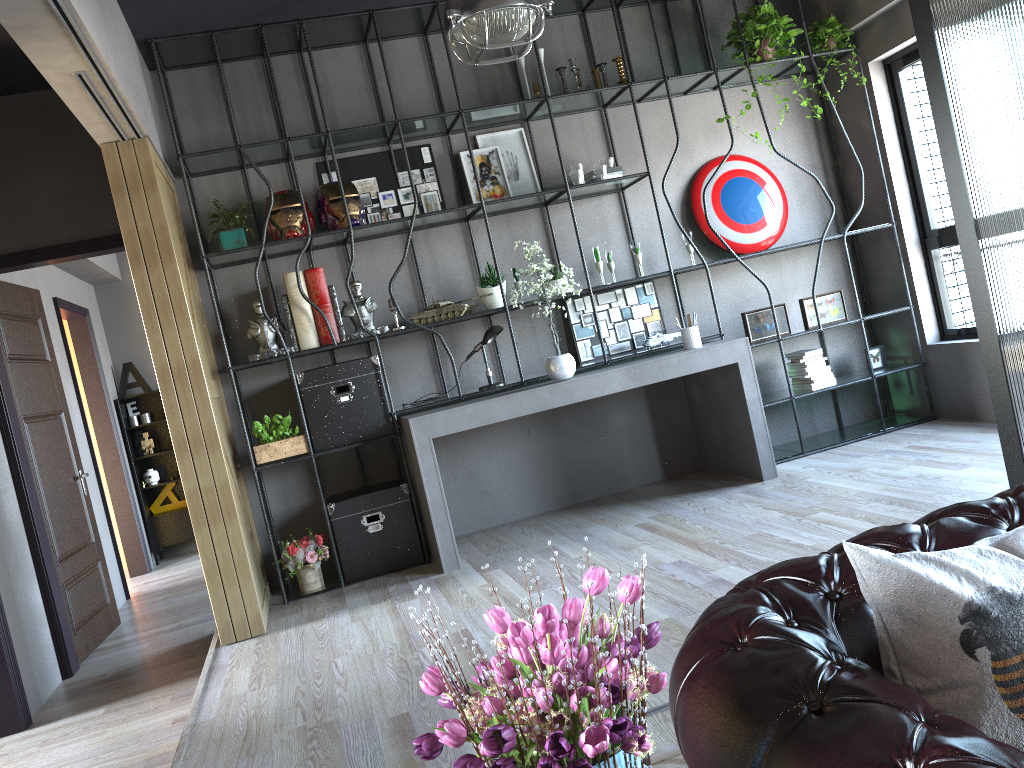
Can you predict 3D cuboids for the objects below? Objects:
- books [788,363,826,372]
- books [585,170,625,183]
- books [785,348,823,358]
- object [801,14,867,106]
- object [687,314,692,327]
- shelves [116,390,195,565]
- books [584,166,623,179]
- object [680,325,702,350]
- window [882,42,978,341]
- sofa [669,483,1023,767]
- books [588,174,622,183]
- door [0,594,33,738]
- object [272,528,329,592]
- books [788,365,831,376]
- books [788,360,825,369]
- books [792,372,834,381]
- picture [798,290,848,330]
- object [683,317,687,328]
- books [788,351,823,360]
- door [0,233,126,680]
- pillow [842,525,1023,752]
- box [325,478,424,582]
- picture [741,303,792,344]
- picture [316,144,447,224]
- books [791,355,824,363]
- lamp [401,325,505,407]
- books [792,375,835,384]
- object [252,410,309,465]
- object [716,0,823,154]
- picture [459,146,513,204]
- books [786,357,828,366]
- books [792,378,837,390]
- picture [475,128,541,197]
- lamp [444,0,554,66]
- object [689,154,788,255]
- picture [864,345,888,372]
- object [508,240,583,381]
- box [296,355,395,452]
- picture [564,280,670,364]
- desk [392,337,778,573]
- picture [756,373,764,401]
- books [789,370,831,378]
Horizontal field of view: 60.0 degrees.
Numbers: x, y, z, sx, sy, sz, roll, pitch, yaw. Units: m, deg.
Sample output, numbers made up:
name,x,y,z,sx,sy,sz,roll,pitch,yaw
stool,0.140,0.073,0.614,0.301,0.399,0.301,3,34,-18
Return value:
name,x,y,z,sx,sy,sz,roll,pitch,yaw
books,2.027,-0.113,6.104,0.159,0.021,0.224,-13,3,-14
books,0.612,-1.380,5.926,0.243,0.024,0.175,-14,3,-18
books,2.002,-0.215,6.092,0.159,0.024,0.200,-14,3,-24
object,2.126,-2.169,6.004,0.444,0.633,0.402,-13,2,5
object,1.125,-0.337,5.568,0.023,0.204,0.037,-12,2,26
shelves,-3.284,0.861,8.934,0.912,1.677,0.353,-13,2,-14
books,0.599,-1.404,5.917,0.225,0.029,0.179,-14,3,-22
object,1.116,-0.287,5.529,0.110,0.137,0.110,-13,2,-4
window,2.963,-1.257,5.262,0.108,1.960,1.695,-13,2,-13
sofa,1.590,0.555,1.603,2.568,0.838,1.239,-14,3,-14
books,0.605,-1.354,5.922,0.167,0.024,0.227,-15,3,-34
door,-3.136,0.637,3.844,1.099,2.543,1.149,-13,2,-14
object,-1.239,1.037,5.231,0.345,0.362,0.331,-13,2,-10
books,2.035,-0.089,6.099,0.194,0.028,0.245,-14,3,-19
books,2.028,-0.135,6.103,0.155,0.022,0.205,-14,3,-19
books,2.062,-0.054,6.096,0.175,0.023,0.249,-13,3,-13
picture,2.117,-0.505,6.029,0.313,0.212,0.048,-13,2,-14
object,1.102,-0.341,5.570,0.009,0.167,0.061,-13,2,-1
books,2.014,-0.196,6.101,0.155,0.020,0.205,-13,3,-14
door,-2.569,0.403,5.916,1.151,2.543,1.128,-13,2,-14
pillow,0.858,0.426,1.495,0.528,0.469,0.283,-13,2,-11
box,-0.845,0.875,5.422,0.489,0.481,0.374,-13,2,-14
picture,1.700,-0.403,5.925,0.313,0.212,0.049,-13,2,-14
picture,-0.827,-1.244,5.704,0.750,0.503,0.058,-13,2,-14
books,2.022,-0.176,6.088,0.162,0.023,0.231,-13,3,2
lamp,-0.368,-0.118,5.584,0.739,0.371,0.205,-12,2,11
books,2.067,-0.032,6.096,0.175,0.023,0.249,-14,3,-18
object,-1.353,0.297,5.147,0.304,0.265,0.180,-13,2,-14
object,1.625,-2.002,5.880,0.720,1.025,0.650,-13,2,5
picture,-0.165,-1.339,5.794,0.268,0.413,0.101,-13,2,-14
books,2.024,-0.155,6.097,0.175,0.019,0.243,-13,3,-14
books,2.074,0.000,6.095,0.193,0.043,0.248,-13,3,-14
picture,-0.019,-1.428,5.875,0.332,0.514,0.119,-13,2,-14
lamp,-0.203,-2.114,4.197,0.535,1.148,0.515,-14,3,-36
object,1.609,-1.269,6.256,0.751,0.739,0.185,-13,2,-13
picture,2.572,-0.183,6.261,0.137,0.165,0.032,-13,2,-14
object,0.225,-0.449,5.193,0.420,0.852,0.399,-11,3,33
box,-1.019,0.110,5.394,0.489,0.481,0.374,-13,2,-14
picture,0.716,-0.425,6.031,0.666,0.447,0.051,-13,2,-14
desk,0.430,0.387,5.577,2.131,0.885,0.844,-13,2,-14
picture,1.598,0.038,5.998,0.172,0.190,0.036,-13,2,-14
books,2.041,-0.069,6.101,0.193,0.014,0.255,-13,3,-10
